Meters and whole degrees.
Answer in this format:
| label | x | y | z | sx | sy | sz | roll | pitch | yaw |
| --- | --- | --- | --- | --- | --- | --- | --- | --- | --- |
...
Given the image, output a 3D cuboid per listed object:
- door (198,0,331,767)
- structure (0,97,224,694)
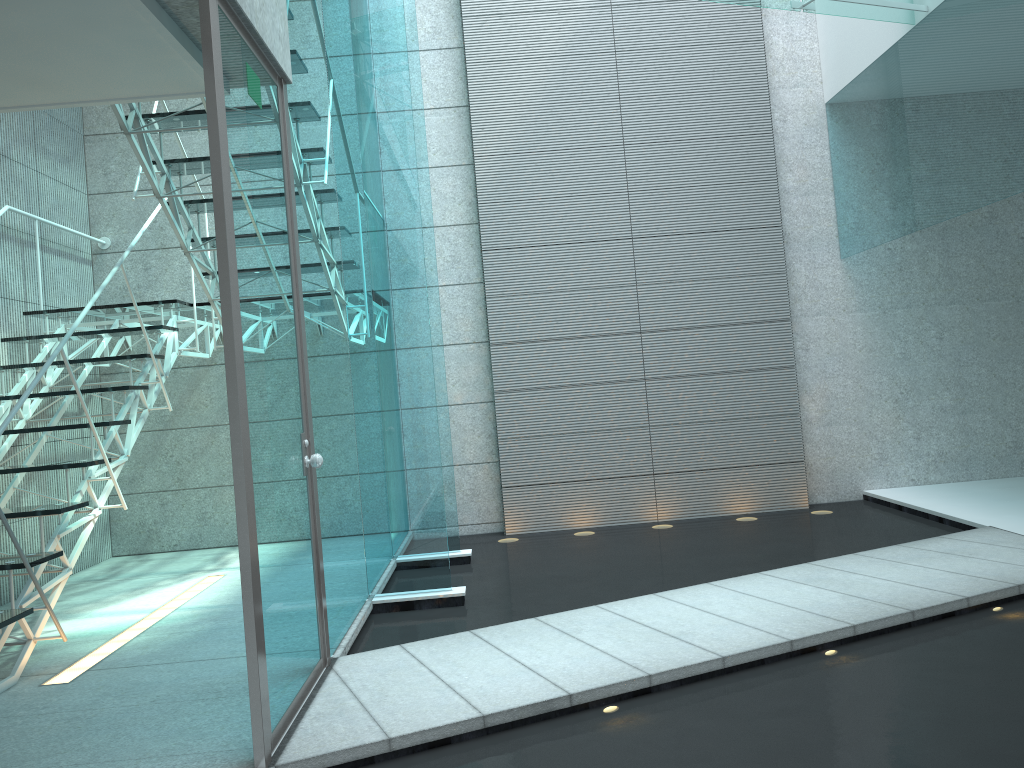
| label | x | y | z | sx | sy | sz | roll | pitch | yaw |
| --- | --- | --- | --- | --- | --- | --- | --- | --- | --- |
| door | -0.700 | -0.064 | 2.684 | 0.076 | 2.067 | 0.864 | -5 | -2 | -1 |
| structure | -1.873 | -1.940 | 4.367 | 1.910 | 6.015 | 3.292 | -5 | -2 | -1 |
